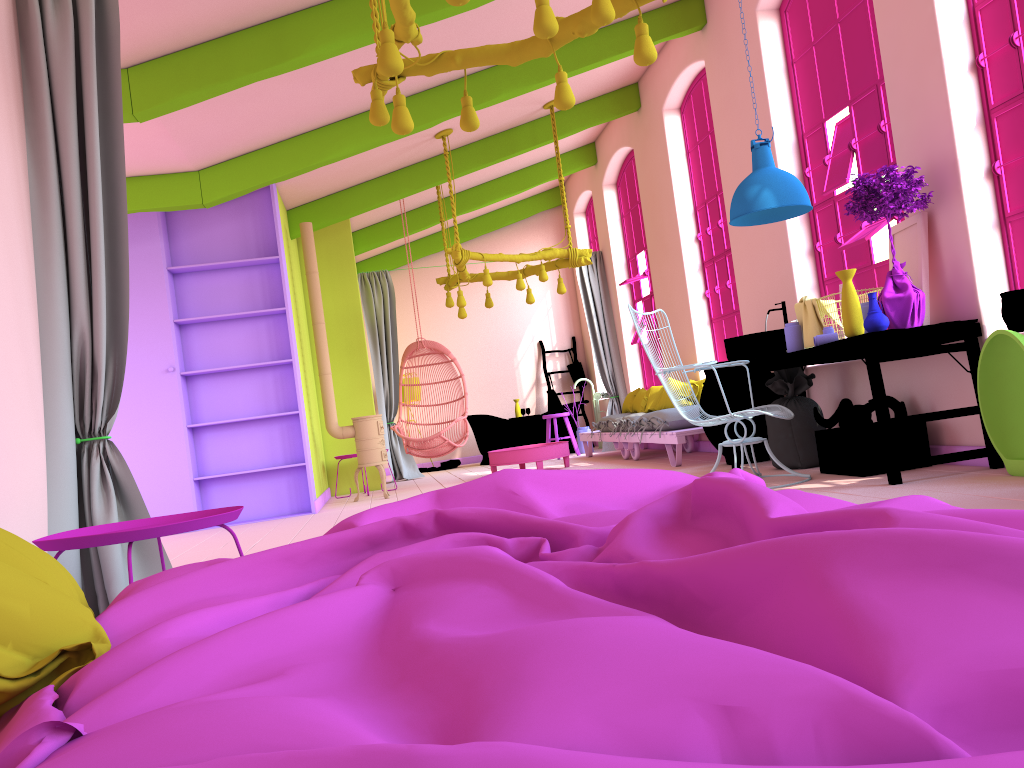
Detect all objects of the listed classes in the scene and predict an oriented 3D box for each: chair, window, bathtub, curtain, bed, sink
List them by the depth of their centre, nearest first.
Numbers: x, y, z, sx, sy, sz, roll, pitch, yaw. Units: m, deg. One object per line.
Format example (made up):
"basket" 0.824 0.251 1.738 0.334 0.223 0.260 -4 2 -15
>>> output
"bed" 0.153 0.404 1.325 2.802 0.513 3.578 -7 -2 -9
"curtain" -1.635 -0.432 3.355 0.518 2.784 0.525 -7 -2 -28
"window" 2.662 -1.806 4.298 0.072 3.046 1.275 -7 -2 -9
"chair" 1.342 0.041 5.661 0.925 1.238 1.078 -9 -2 26
"window" 2.392 -1.690 6.196 0.492 3.002 1.498 -7 -2 -9
"sink" 1.789 -0.279 6.435 0.340 0.194 0.609 -7 -2 -9
"window" 2.031 -1.559 8.628 0.072 3.046 1.275 -7 -2 -9
"chair" -1.058 -0.729 9.865 0.860 3.129 0.806 -8 -2 11
"window" 1.680 -1.410 11.053 0.551 3.008 1.514 -7 -2 -9
"curtain" -1.622 -0.138 11.539 0.518 2.784 0.525 -7 -2 -28
"chair" 0.605 0.693 11.764 0.472 0.593 0.447 -6 -2 -40
"curtain" 1.268 -0.455 11.966 0.518 2.784 0.525 -8 -2 11
"bathtub" 0.235 0.707 12.829 1.889 0.740 0.826 -7 -2 -9
"window" 1.402 -1.312 12.941 0.072 3.046 1.275 -7 -2 -9

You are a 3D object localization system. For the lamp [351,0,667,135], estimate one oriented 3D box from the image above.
"lamp" -0.263 -2.278 4.049 1.610 2.264 1.777 -7 -2 -27

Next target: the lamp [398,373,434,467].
"lamp" -1.538 0.576 13.212 0.491 1.466 0.476 -8 -2 21

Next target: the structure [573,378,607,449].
"structure" 1.198 0.427 12.962 0.452 1.061 0.254 -9 -2 35

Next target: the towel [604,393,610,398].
"towel" 1.481 0.140 12.873 0.247 0.102 0.262 -7 -2 -18

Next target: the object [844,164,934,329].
"object" 2.164 -0.770 5.052 0.503 0.950 0.441 -9 -2 41

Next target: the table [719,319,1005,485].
"table" 2.115 0.148 5.806 0.655 0.820 2.194 -7 -2 -9

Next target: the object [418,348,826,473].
"object" 0.304 0.163 9.846 2.826 1.579 7.869 -7 -2 -8

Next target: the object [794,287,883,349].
"object" 2.117 -0.430 5.808 0.444 0.369 0.633 -7 -2 -9

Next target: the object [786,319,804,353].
"object" 2.024 -0.342 6.236 0.165 0.250 0.410 -9 -2 27

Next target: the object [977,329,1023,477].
"object" 2.558 0.080 4.388 0.218 0.733 0.451 -7 -2 -9

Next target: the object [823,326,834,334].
"object" 1.996 -0.300 5.581 0.065 0.118 0.065 -9 -2 40

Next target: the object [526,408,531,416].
"object" 0.238 0.432 12.810 0.069 0.170 0.069 -8 -2 11

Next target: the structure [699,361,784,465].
"structure" 1.898 0.224 7.299 0.717 0.844 0.718 -6 -2 -41

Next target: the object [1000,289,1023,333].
"object" 2.675 -0.382 4.660 0.182 0.222 0.182 -7 -2 -31

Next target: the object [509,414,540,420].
"object" 0.175 0.502 12.830 0.360 0.068 1.324 -7 -2 -9

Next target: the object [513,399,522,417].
"object" 0.084 0.378 12.792 0.097 0.320 0.097 -8 -2 3

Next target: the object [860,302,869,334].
"object" 2.082 -0.376 5.148 0.109 0.197 0.109 -9 -2 29

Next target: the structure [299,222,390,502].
"structure" -1.632 -0.235 8.910 0.577 2.813 0.403 -8 -2 9

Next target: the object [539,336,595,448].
"object" 0.840 0.151 13.684 0.603 1.764 0.410 -7 -2 -9

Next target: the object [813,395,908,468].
"object" 2.219 0.307 5.635 0.300 0.448 0.672 -7 -2 -33

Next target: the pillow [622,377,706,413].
"pillow" 1.592 0.154 9.647 0.578 0.399 1.998 -7 -2 -9

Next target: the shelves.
"shelves" -2.888 -0.233 7.978 1.841 3.103 0.385 -7 -2 -9

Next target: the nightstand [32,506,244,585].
"nightstand" -1.095 0.645 2.694 0.596 0.458 0.596 -9 -2 29

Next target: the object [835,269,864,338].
"object" 1.931 -0.457 5.059 0.116 0.382 0.116 -7 -2 -35

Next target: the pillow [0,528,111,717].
"pillow" -0.899 0.366 0.913 0.848 0.822 2.619 -7 -2 -19

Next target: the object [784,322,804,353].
"object" 1.892 -0.311 5.949 0.109 0.197 0.109 -7 -2 -16

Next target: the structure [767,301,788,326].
"structure" 1.955 -0.399 6.490 0.166 0.396 0.087 -8 -2 1

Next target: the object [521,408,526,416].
"object" 0.163 0.435 12.634 0.069 0.170 0.069 -8 -2 11

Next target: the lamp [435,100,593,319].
"lamp" -0.307 -1.863 9.633 1.610 2.264 1.777 -7 -2 -27

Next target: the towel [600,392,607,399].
"towel" 1.442 0.155 13.137 0.262 0.102 0.247 -7 -2 -8

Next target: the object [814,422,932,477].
"object" 2.220 0.396 5.485 0.446 0.277 0.522 -7 -2 -9

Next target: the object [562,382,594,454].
"object" 0.921 0.463 12.167 0.452 0.987 0.277 -9 -2 36

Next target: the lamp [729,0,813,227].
"lamp" 1.548 -2.081 5.794 0.529 2.001 0.528 -8 -2 23

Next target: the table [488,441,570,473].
"table" 0.193 0.820 9.620 0.886 0.285 0.885 -8 -2 17

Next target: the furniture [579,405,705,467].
"furniture" 1.488 0.531 9.532 0.907 0.507 3.778 -7 -2 -9

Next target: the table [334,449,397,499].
"table" -1.619 0.979 9.706 0.596 0.458 0.596 -9 -2 29

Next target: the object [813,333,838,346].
"object" 1.949 -0.272 5.506 0.137 0.076 0.076 -8 -2 11

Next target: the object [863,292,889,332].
"object" 1.989 -0.390 4.864 0.132 0.219 0.132 -8 -2 8
